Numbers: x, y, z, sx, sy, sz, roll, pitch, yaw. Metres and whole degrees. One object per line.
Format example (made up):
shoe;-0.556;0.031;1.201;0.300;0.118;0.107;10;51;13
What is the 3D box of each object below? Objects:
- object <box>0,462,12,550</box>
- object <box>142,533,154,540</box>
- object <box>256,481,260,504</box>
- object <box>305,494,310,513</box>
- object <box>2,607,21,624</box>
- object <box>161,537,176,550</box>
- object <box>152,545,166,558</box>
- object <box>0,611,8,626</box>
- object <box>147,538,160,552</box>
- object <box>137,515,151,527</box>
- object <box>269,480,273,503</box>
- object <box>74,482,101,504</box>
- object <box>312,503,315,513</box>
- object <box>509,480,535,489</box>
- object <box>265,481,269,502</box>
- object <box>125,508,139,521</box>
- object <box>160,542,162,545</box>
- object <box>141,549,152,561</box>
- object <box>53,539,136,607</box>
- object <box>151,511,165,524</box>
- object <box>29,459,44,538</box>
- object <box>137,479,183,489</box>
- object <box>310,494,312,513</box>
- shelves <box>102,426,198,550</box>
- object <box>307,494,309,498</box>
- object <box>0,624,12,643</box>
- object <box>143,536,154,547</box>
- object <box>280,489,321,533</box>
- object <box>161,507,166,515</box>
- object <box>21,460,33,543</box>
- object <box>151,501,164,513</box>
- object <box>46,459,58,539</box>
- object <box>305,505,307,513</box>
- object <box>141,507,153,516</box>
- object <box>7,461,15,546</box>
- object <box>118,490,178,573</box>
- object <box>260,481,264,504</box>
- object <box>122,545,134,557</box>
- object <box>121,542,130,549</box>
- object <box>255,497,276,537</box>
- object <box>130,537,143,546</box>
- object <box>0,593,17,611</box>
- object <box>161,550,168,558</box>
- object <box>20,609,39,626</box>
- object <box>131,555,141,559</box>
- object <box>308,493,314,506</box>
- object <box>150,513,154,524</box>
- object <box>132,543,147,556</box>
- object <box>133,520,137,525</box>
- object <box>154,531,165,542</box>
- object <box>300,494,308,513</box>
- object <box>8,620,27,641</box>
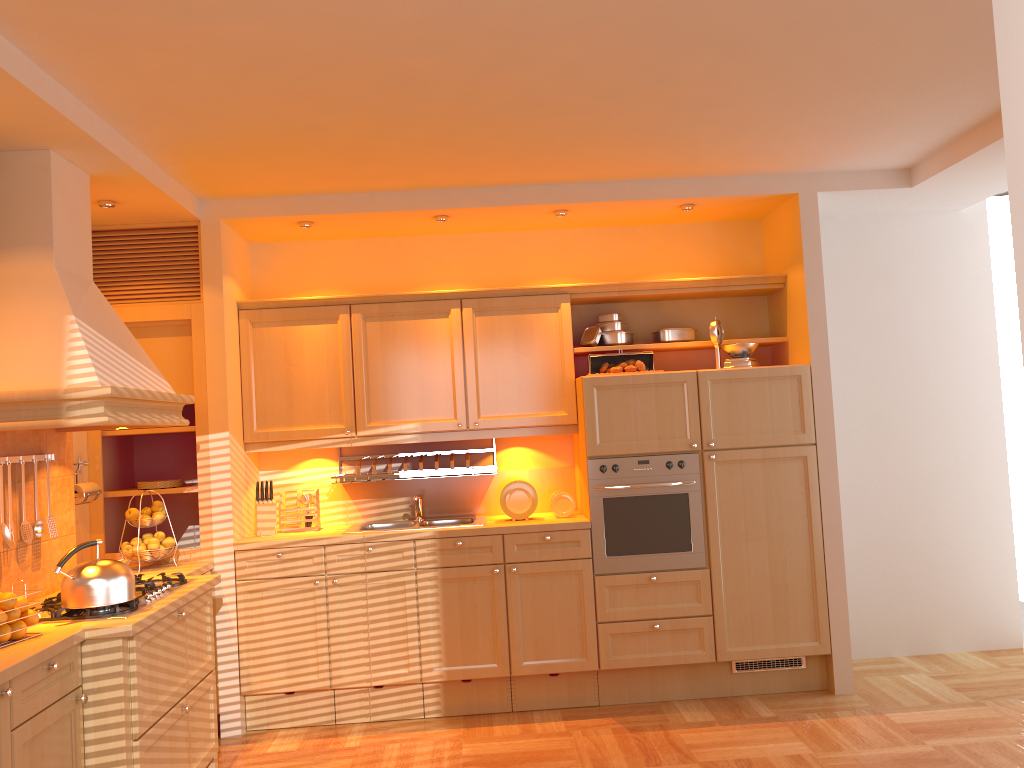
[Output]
object;-1.857;0.446;3.251;0.028;0.323;0.055;-3;-3;-3
object;-1.757;0.740;4.278;0.050;0.048;0.051;-5;-3;31
object;-1.339;0.647;4.684;0.019;0.265;0.037;-1;-4;-38
object;-1.114;0.700;4.850;0.017;0.196;0.020;-4;-3;23
object;-1.572;0.724;2.777;0.062;0.053;0.052;-4;-3;19
object;-1.654;0.767;4.274;0.064;0.060;0.063;-4;-3;13
object;-1.685;0.799;4.229;0.064;0.062;0.064;-2;-3;-15
object;-1.578;0.720;2.715;0.053;0.051;0.063;-4;-3;16
object;-1.692;0.759;4.188;0.056;0.063;0.065;-2;-3;-27
object;-1.760;0.654;4.245;0.064;0.058;0.063;-1;-3;-37
object;-1.278;0.645;4.718;0.019;0.265;0.037;-2;-3;-20
object;-2.024;0.514;4.180;0.096;0.094;0.186;-3;-3;-2
object;-1.095;0.709;4.872;0.044;0.178;0.019;-2;-3;-26
object;0.038;0.631;4.892;0.205;0.200;0.049;-3;-3;-1
object;-1.299;0.646;4.707;0.019;0.265;0.038;-2;-3;-20
object;-1.812;0.624;4.236;0.063;0.064;0.061;-4;-3;7
object;-1.729;0.770;4.314;0.057;0.059;0.058;-1;-4;-39
object;-1.743;0.816;4.225;0.052;0.056;0.057;-1;-4;-40
object;-1.478;0.663;3.164;0.242;0.215;0.251;-2;-3;-15
object;-1.710;0.646;4.287;0.063;0.063;0.064;-4;-3;14
object;-1.891;0.453;3.505;0.037;0.309;0.077;-3;-3;-3
object;-1.821;0.521;4.596;0.222;0.039;0.222;-4;-3;15
object;-1.104;0.699;4.855;0.022;0.196;0.018;-3;-3;2
shelves;-1.821;0.589;4.742;0.600;0.702;0.582;-3;-3;-3
object;-1.121;0.701;4.870;0.018;0.196;0.023;-3;-3;2
object;-1.571;0.767;2.733;0.052;0.057;0.060;-1;-4;-41
object;-1.726;0.755;4.233;0.063;0.061;0.063;-2;-3;-29
object;-1.164;0.694;4.878;0.200;0.221;0.103;-3;-3;-3
object;-1.720;0.626;4.341;0.057;0.060;0.058;-4;-3;19
object;-1.869;0.453;3.410;0.017;0.320;0.090;-3;-3;-3
object;-1.720;0.595;4.300;0.058;0.059;0.055;-6;-4;44
object;-1.876;0.465;3.610;0.020;0.323;0.061;-3;-3;-3
object;-1.131;0.712;4.883;0.019;0.178;0.044;-3;-3;-6
object;-1.768;0.621;4.292;0.051;0.051;0.050;-4;-3;22
object;-1.870;0.448;3.309;0.006;0.319;0.028;-3;-3;-3
object;-1.758;0.701;4.279;0.265;0.376;0.265;-1;-4;-43
object;-1.320;0.646;4.695;0.019;0.265;0.038;-2;-3;-20
object;-1.817;0.791;4.201;0.056;0.057;0.053;-2;-3;-26
object;-1.864;0.785;4.282;0.044;0.047;0.046;-4;-3;18
object;-1.309;0.704;4.712;0.100;0.200;0.070;-2;-3;-29
object;-1.788;0.759;4.226;0.056;0.058;0.055;-5;-3;33
object;-1.572;0.678;2.759;0.053;0.051;0.063;-3;-3;5
object;-1.699;0.813;4.293;0.063;0.061;0.064;-2;-3;-24
object;-1.550;0.751;2.847;0.061;0.054;0.052;-5;-3;24
object;-1.794;0.823;4.237;0.046;0.043;0.047;-1;-4;-42
object;-1.119;0.699;4.889;0.042;0.192;0.040;-1;-4;-43
object;-1.761;0.657;4.322;0.058;0.059;0.058;-5;-3;29
object;-1.755;0.779;4.178;0.063;0.063;0.063;-4;-3;9
object;-1.806;0.657;4.281;0.057;0.056;0.051;-1;-4;-43
object;-1.694;0.735;4.264;0.050;0.052;0.049;-3;-3;5
object;-1.128;0.697;4.841;0.042;0.192;0.040;-1;-4;-42
object;-1.569;0.776;2.793;0.074;0.063;0.064;-2;-3;-22
